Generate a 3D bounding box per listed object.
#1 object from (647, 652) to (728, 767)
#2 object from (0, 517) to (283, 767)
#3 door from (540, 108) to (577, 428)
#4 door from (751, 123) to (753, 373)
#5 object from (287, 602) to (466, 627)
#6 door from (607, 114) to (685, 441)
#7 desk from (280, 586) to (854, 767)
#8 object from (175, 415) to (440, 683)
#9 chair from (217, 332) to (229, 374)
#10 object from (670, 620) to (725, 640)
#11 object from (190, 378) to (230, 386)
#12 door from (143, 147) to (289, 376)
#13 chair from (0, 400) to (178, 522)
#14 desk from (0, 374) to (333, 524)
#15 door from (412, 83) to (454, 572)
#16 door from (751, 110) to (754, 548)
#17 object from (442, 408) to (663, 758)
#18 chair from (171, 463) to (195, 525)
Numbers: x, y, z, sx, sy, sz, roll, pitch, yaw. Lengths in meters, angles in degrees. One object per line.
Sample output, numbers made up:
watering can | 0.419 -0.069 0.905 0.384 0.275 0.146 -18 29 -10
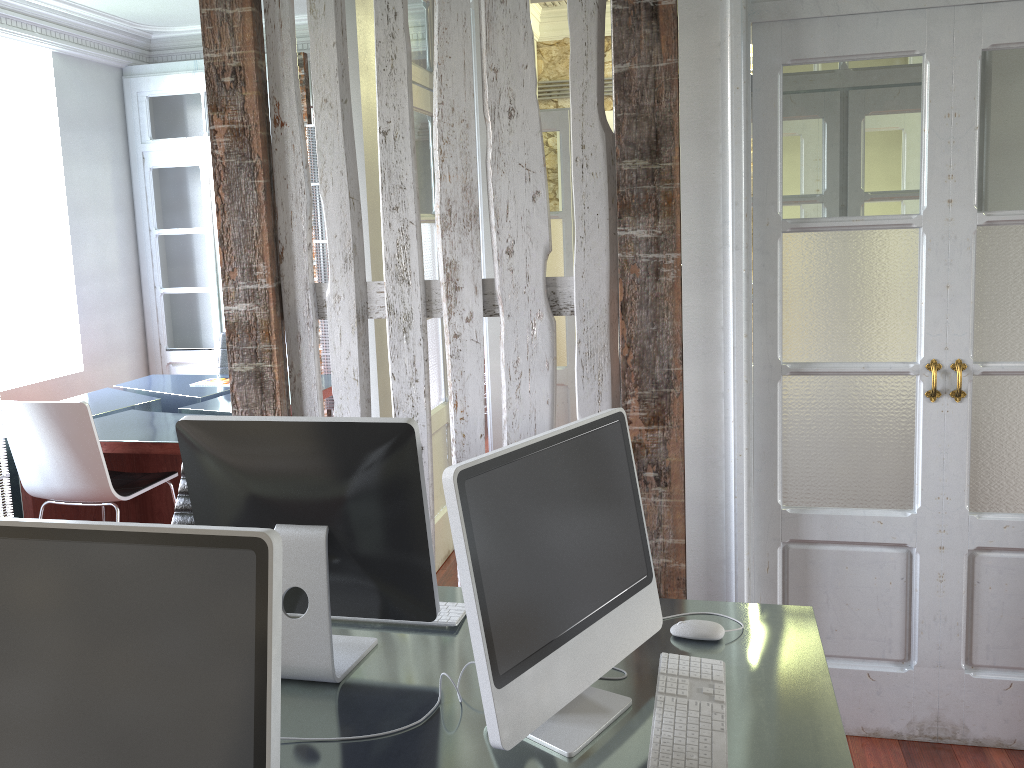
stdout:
object | 0.289 0.552 1.443 0.118 0.017 0.442 0 11 13
object | -0.502 0.410 1.110 0.483 0.482 0.191 0 8 13
door | 0.013 -0.536 5.546 0.482 2.167 1.195 -4 8 -13
door | 1.651 -0.415 4.791 1.076 2.071 0.041 0 7 13
object | -0.314 0.490 1.929 0.439 0.017 0.119 0 11 13
door | 0.807 -0.700 6.103 0.868 2.203 0.146 -1 7 13
desk | -0.714 0.946 1.567 2.506 0.722 1.311 0 10 13
object | -0.397 0.300 1.690 0.483 0.482 0.191 0 8 13
chair | -1.772 0.159 5.620 0.475 0.913 0.606 0 8 13
object | 0.368 0.486 1.757 0.106 0.028 0.059 0 10 12
object | -1.781 -0.010 5.441 0.307 0.012 0.225 1 11 17
door | -2.130 -0.619 6.470 1.160 2.166 0.041 0 7 13
chair | -1.842 0.469 3.936 0.475 0.913 0.606 0 8 13
desk | -1.851 0.419 4.918 1.445 0.649 1.726 0 10 13
door | -0.432 -0.195 3.767 0.041 2.164 1.065 -1 8 13
door | 1.477 -0.257 3.962 1.076 2.071 0.041 0 7 13
object | 0.070 0.319 1.480 0.190 0.481 0.486 4 11 37
chair | -0.827 0.656 2.397 0.665 1.016 0.704 -1 8 7
